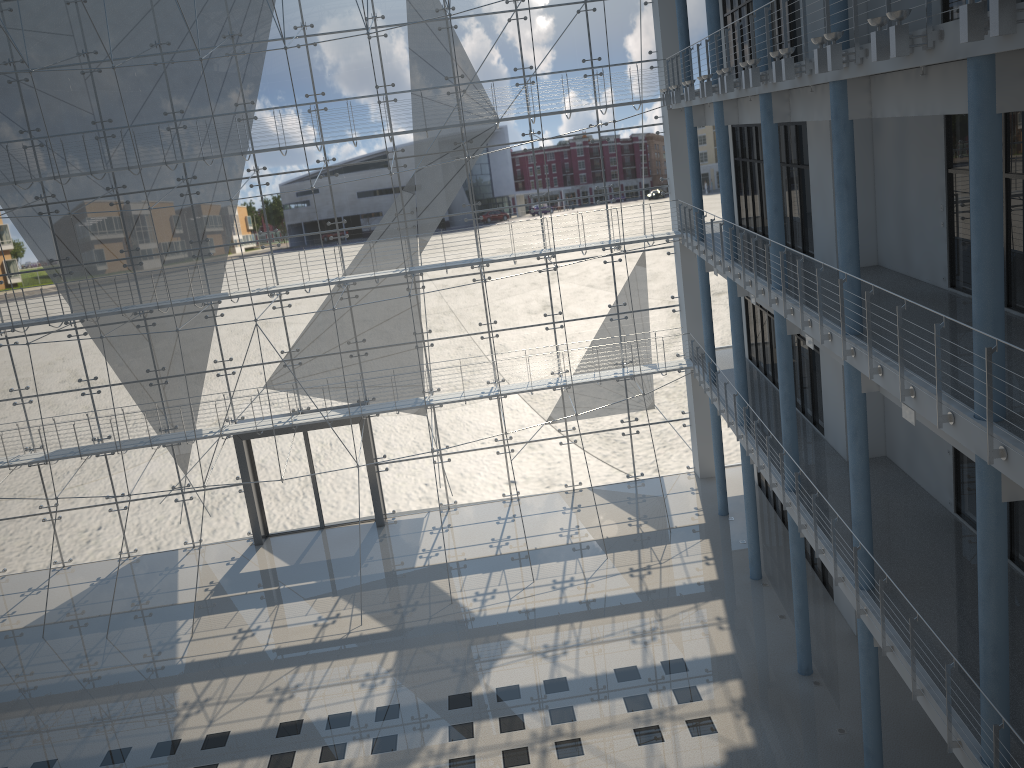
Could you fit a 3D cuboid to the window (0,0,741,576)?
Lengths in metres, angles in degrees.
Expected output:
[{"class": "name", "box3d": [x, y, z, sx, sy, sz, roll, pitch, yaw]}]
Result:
[{"class": "window", "box3d": [-1.018, -0.717, 3.406, 3.850, 2.734, 0.010, -8, 12, -3]}]
